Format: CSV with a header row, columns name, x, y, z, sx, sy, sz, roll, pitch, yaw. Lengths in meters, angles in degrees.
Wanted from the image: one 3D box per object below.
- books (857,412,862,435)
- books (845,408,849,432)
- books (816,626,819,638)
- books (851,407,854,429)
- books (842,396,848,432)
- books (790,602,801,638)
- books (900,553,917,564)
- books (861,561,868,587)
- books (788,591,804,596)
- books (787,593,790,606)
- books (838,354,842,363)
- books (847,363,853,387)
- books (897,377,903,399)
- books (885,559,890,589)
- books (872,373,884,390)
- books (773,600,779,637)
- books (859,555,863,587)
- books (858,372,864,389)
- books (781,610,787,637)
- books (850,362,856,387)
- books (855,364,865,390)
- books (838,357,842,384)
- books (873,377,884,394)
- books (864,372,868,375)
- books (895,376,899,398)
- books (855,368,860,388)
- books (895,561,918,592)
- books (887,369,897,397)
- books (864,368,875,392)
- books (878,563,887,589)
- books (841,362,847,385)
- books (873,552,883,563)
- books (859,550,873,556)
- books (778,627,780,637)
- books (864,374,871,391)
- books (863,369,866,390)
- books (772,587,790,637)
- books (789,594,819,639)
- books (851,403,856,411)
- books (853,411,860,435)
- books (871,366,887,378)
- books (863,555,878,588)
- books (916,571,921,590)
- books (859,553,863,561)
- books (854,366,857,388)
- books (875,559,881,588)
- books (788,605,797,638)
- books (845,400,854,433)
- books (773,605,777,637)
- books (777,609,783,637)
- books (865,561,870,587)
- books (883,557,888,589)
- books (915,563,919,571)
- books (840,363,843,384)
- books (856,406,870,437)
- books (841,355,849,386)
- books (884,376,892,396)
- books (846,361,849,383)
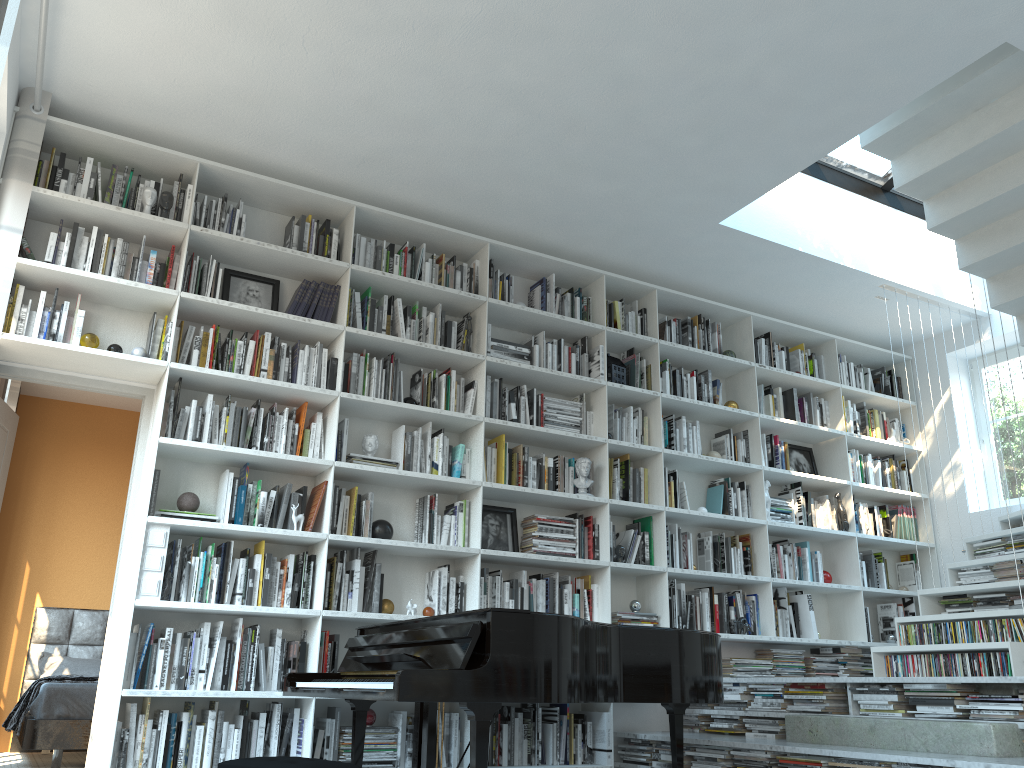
name,x,y,z,sx,sy,sz,roll,pitch,yaw
books,2.574,0.330,6.690,0.025,0.211,0.135,11,-21,-27
books,2.422,0.296,6.589,0.024,0.204,0.166,11,-21,-27
books,2.000,1.606,6.025,0.062,0.273,0.148,11,-21,-27
books,2.475,0.299,6.623,0.049,0.223,0.162,11,-21,-27
books,2.408,0.251,6.595,0.010,0.293,0.183,11,-21,-27
books,1.848,1.591,5.938,0.031,0.238,0.172,11,-21,-27
books,3.005,1.444,6.684,0.013,0.314,0.130,11,-21,-27
books,2.463,1.381,6.358,0.029,0.200,0.173,11,-21,-27
books,1.940,1.574,6.015,0.012,0.325,0.136,11,-21,-27
books,1.822,1.562,5.955,0.010,0.303,0.132,11,-21,-27
books,2.498,-0.059,6.863,0.012,0.325,0.151,11,-21,-27
books,2.563,-0.018,6.875,0.022,0.258,0.163,11,-21,-27
books,3.038,0.081,7.102,0.025,0.236,0.188,11,-21,-27
books,2.684,1.411,6.491,0.013,0.239,0.166,11,-21,-27
books,2.882,0.052,7.042,0.068,0.246,0.161,11,-21,-27
books,1.694,1.557,5.853,0.015,0.242,0.157,11,-21,-27
books,2.439,1.359,6.356,0.022,0.241,0.151,11,-21,-27
books,2.675,0.030,6.930,0.026,0.207,0.163,11,-21,-27
books,1.757,1.599,5.883,0.024,0.184,0.149,11,-21,-27
books,2.585,-0.016,6.888,0.029,0.263,0.179,11,-21,-27
books,2.696,0.000,6.960,0.012,0.284,0.160,11,-21,-27
books,2.450,-0.051,6.799,0.012,0.268,0.185,11,-21,-27
books,2.849,0.065,6.999,0.024,0.192,0.187,11,-21,-27
books,2.766,0.039,6.994,0.010,0.235,0.132,11,-21,-27
books,3.015,0.076,7.106,0.014,0.247,0.185,11,-21,-27
books,2.642,0.009,6.913,0.025,0.236,0.144,11,-21,-27
books,2.956,1.459,6.638,0.012,0.253,0.161,11,-21,-27
books,2.980,0.044,7.075,0.014,0.285,0.190,11,-21,-27
books,2.797,0.025,7.013,0.069,0.276,0.132,11,-21,-27
books,2.637,1.412,6.444,0.021,0.204,0.175,11,-21,-27
books,2.490,-0.027,6.828,0.023,0.243,0.183,11,-21,-27
books,2.647,1.380,6.471,0.011,0.283,0.161,11,-21,-27
books,2.579,1.364,6.447,0.013,0.296,0.141,11,-21,-27
books,1.706,1.579,5.867,0.025,0.209,0.137,11,-21,-27
books,2.743,0.041,6.964,0.057,0.211,0.163,11,-21,-27
books,2.710,0.012,6.959,0.015,0.262,0.143,11,-21,-27
books,1.776,1.531,5.912,0.014,0.332,0.169,11,-21,-27
books,1.915,1.564,5.935,0.075,0.290,0.255,11,-21,-27
books,2.524,0.293,6.664,0.023,0.262,0.158,11,-21,-27
books,2.510,0.318,6.630,0.024,0.193,0.190,11,-21,-27
books,2.927,0.031,7.079,0.014,0.312,0.162,11,-21,-27
books,2.538,1.368,6.388,0.027,0.247,0.184,11,-21,-27
books,2.977,1.495,6.630,0.028,0.180,0.167,11,-21,-27
books,2.478,1.360,6.395,0.024,0.266,0.133,11,-21,-27
books,2.615,0.000,6.911,0.027,0.249,0.155,11,-21,-27
books,2.593,1.396,6.438,0.014,0.229,0.172,11,-21,-27
books,1.804,1.592,5.908,0.052,0.216,0.185,11,-21,-27
books,2.449,0.271,6.603,0.026,0.262,0.189,11,-21,-27
books,1.673,1.571,5.849,0.023,0.213,0.164,11,-21,-27
books,1.729,1.595,5.876,0.030,0.187,0.140,11,-21,-27
books,2.502,1.390,6.392,0.025,0.207,0.149,11,-21,-27
books,2.671,1.403,6.491,0.012,0.253,0.161,11,-21,-27
books,2.993,1.475,6.657,0.022,0.236,0.152,11,-21,-27
books,2.463,-0.029,6.803,0.022,0.228,0.175,11,-21,-27
books,2.604,0.309,6.692,0.023,0.253,0.190,11,-21,-27
books,2.516,-0.051,6.852,0.012,0.305,0.185,11,-21,-27
books,2.926,0.068,7.039,0.012,0.215,0.193,11,-21,-27
books,2.540,-0.029,6.870,0.027,0.274,0.148,11,-21,-27
